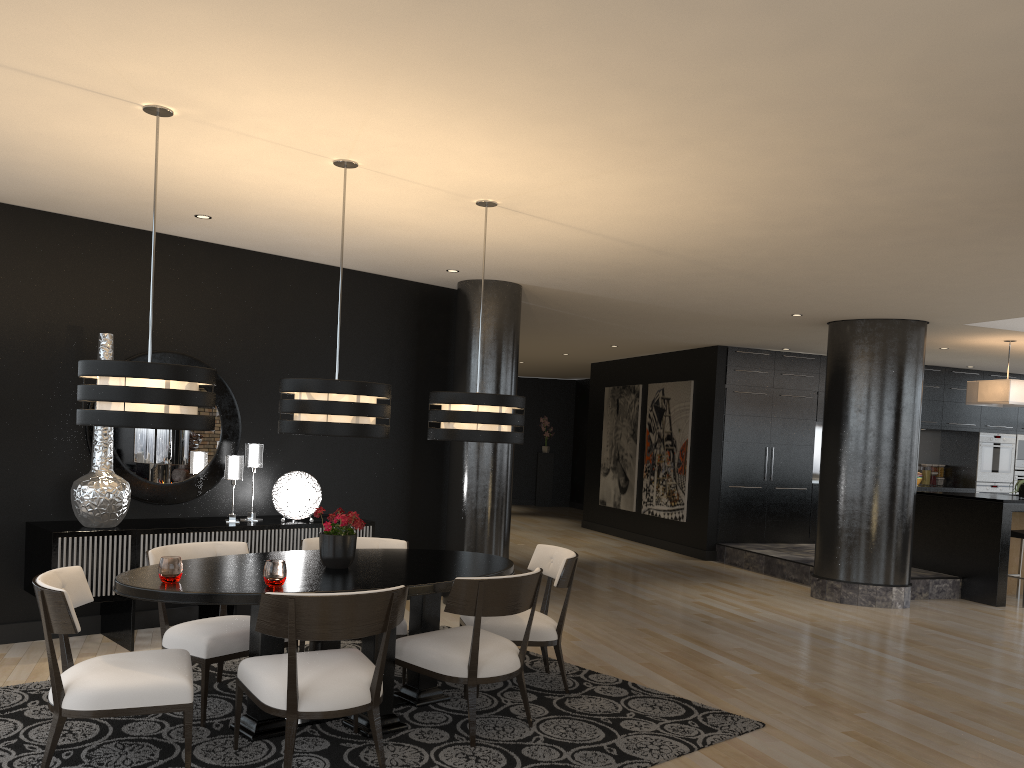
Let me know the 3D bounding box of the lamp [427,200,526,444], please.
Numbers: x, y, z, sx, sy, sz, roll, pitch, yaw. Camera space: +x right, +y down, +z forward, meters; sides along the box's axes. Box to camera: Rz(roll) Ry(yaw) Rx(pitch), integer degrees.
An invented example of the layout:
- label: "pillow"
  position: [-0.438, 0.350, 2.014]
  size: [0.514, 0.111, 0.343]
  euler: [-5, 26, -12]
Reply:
- label: "lamp"
  position: [-0.172, -0.342, 4.896]
  size: [0.536, 1.331, 0.534]
  euler: [2, 2, -43]

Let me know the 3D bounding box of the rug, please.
- label: "rug"
  position: [-0.954, 1.667, 4.372]
  size: [3.732, 0.011, 2.712]
  euler: [6, -5, -43]

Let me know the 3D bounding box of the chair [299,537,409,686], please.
- label: "chair"
  position: [-0.905, 1.313, 5.072]
  size: [0.643, 0.807, 0.615]
  euler: [3, 0, -14]

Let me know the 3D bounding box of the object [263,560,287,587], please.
- label: "object"
  position: [-1.014, 0.810, 3.779]
  size: [0.095, 0.106, 0.095]
  euler: [3, 0, -31]

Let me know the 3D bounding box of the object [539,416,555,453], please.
- label: "object"
  position: [0.739, 1.073, 18.784]
  size: [0.338, 0.788, 0.228]
  euler: [3, 2, 9]

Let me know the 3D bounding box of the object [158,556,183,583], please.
- label: "object"
  position: [-1.446, 0.787, 3.740]
  size: [0.095, 0.106, 0.095]
  euler: [3, 0, 14]

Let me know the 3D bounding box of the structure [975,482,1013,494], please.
- label: "structure"
  position: [6.997, 1.793, 12.857]
  size: [0.702, 0.708, 0.085]
  euler: [3, 2, -20]

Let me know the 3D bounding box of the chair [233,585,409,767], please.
- label: "chair"
  position: [-0.820, 1.240, 3.769]
  size: [0.644, 0.807, 0.614]
  euler: [3, 0, -32]

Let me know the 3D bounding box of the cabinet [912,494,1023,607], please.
- label: "cabinet"
  position: [6.091, 1.822, 9.842]
  size: [3.119, 1.039, 1.178]
  euler: [4, -1, -20]

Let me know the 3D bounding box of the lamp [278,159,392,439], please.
- label: "lamp"
  position: [-0.836, -0.410, 4.290]
  size: [0.536, 1.331, 0.534]
  euler: [2, 2, -43]

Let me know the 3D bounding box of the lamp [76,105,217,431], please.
- label: "lamp"
  position: [-1.499, -0.479, 3.685]
  size: [0.536, 1.331, 0.534]
  euler: [2, 2, -43]

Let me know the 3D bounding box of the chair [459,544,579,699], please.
- label: "chair"
  position: [0.050, 1.364, 5.148]
  size: [0.617, 0.807, 0.641]
  euler: [3, 0, -14]

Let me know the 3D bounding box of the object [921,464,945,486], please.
- label: "object"
  position: [6.282, 1.357, 13.183]
  size: [0.366, 0.316, 0.113]
  euler: [3, 1, -20]

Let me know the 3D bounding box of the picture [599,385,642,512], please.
- label: "picture"
  position: [1.669, 0.970, 13.525]
  size: [0.077, 1.876, 1.152]
  euler: [2, 1, -20]

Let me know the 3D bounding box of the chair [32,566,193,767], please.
- label: "chair"
  position: [-1.649, 1.193, 3.658]
  size: [0.617, 0.807, 0.641]
  euler: [3, 0, -22]

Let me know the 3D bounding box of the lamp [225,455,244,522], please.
- label: "lamp"
  position: [-1.954, 0.732, 6.190]
  size: [0.125, 0.466, 0.132]
  euler: [2, 2, -20]

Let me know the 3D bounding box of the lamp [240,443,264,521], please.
- label: "lamp"
  position: [-1.863, 0.704, 6.350]
  size: [0.132, 0.551, 0.124]
  euler: [3, 2, 10]

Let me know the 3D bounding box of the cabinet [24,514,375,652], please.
- label: "cabinet"
  position: [-2.075, 1.339, 6.145]
  size: [2.243, 0.767, 0.609]
  euler: [5, -2, -42]

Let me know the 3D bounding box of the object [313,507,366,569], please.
- label: "object"
  position: [-0.848, 0.758, 4.354]
  size: [0.238, 0.298, 0.228]
  euler: [3, 0, -40]

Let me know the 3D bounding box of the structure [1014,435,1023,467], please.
- label: "structure"
  position: [7.708, 1.000, 13.065]
  size: [0.677, 0.475, 0.026]
  euler: [3, 2, -20]

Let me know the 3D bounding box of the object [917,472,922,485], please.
- label: "object"
  position: [5.936, 1.391, 13.033]
  size: [0.205, 0.205, 0.185]
  euler: [3, 0, -19]

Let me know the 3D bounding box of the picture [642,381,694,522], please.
- label: "picture"
  position: [2.155, 0.916, 12.207]
  size: [0.077, 1.876, 1.152]
  euler: [2, 1, -20]

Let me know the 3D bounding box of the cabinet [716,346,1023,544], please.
- label: "cabinet"
  position: [5.241, 0.986, 12.516]
  size: [5.736, 2.530, 0.726]
  euler: [4, 1, -20]

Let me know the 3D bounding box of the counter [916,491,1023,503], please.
- label: "counter"
  position: [6.117, 1.287, 9.822]
  size: [3.119, 0.032, 1.179]
  euler: [4, -4, -20]

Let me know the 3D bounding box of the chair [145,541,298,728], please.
- label: "chair"
  position: [-1.519, 1.253, 4.561]
  size: [0.614, 0.807, 0.644]
  euler: [3, 0, 33]

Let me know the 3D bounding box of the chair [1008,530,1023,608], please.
- label: "chair"
  position: [5.269, 1.774, 9.049]
  size: [0.476, 0.965, 0.517]
  euler: [2, 1, -20]

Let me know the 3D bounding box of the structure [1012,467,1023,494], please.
- label: "structure"
  position: [7.685, 1.464, 13.083]
  size: [0.679, 0.446, 0.070]
  euler: [3, 2, -20]

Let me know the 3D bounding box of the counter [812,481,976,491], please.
- label: "counter"
  position: [5.209, 1.442, 12.555]
  size: [2.865, 0.034, 0.730]
  euler: [4, -4, -20]

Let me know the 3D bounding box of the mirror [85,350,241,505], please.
- label: "mirror"
  position: [-2.399, 0.308, 6.156]
  size: [1.078, 1.079, 0.025]
  euler: [3, 1, -42]

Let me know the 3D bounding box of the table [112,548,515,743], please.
- label: "table"
  position: [-0.880, 1.291, 4.390]
  size: [2.111, 0.770, 1.206]
  euler: [5, -3, -41]

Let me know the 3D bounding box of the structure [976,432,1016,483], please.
- label: "structure"
  position: [7.032, 1.072, 12.831]
  size: [0.702, 0.708, 0.085]
  euler: [3, 2, -20]

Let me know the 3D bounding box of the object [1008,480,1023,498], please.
- label: "object"
  position: [5.400, 1.084, 9.277]
  size: [0.406, 0.239, 0.398]
  euler: [3, -2, 5]

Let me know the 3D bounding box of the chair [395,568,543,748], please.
- label: "chair"
  position: [-0.205, 1.306, 4.378]
  size: [0.614, 0.807, 0.644]
  euler: [3, 0, 41]

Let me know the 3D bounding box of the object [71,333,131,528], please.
- label: "object"
  position: [-2.562, 0.291, 5.533]
  size: [0.344, 1.210, 0.342]
  euler: [2, 2, -34]
